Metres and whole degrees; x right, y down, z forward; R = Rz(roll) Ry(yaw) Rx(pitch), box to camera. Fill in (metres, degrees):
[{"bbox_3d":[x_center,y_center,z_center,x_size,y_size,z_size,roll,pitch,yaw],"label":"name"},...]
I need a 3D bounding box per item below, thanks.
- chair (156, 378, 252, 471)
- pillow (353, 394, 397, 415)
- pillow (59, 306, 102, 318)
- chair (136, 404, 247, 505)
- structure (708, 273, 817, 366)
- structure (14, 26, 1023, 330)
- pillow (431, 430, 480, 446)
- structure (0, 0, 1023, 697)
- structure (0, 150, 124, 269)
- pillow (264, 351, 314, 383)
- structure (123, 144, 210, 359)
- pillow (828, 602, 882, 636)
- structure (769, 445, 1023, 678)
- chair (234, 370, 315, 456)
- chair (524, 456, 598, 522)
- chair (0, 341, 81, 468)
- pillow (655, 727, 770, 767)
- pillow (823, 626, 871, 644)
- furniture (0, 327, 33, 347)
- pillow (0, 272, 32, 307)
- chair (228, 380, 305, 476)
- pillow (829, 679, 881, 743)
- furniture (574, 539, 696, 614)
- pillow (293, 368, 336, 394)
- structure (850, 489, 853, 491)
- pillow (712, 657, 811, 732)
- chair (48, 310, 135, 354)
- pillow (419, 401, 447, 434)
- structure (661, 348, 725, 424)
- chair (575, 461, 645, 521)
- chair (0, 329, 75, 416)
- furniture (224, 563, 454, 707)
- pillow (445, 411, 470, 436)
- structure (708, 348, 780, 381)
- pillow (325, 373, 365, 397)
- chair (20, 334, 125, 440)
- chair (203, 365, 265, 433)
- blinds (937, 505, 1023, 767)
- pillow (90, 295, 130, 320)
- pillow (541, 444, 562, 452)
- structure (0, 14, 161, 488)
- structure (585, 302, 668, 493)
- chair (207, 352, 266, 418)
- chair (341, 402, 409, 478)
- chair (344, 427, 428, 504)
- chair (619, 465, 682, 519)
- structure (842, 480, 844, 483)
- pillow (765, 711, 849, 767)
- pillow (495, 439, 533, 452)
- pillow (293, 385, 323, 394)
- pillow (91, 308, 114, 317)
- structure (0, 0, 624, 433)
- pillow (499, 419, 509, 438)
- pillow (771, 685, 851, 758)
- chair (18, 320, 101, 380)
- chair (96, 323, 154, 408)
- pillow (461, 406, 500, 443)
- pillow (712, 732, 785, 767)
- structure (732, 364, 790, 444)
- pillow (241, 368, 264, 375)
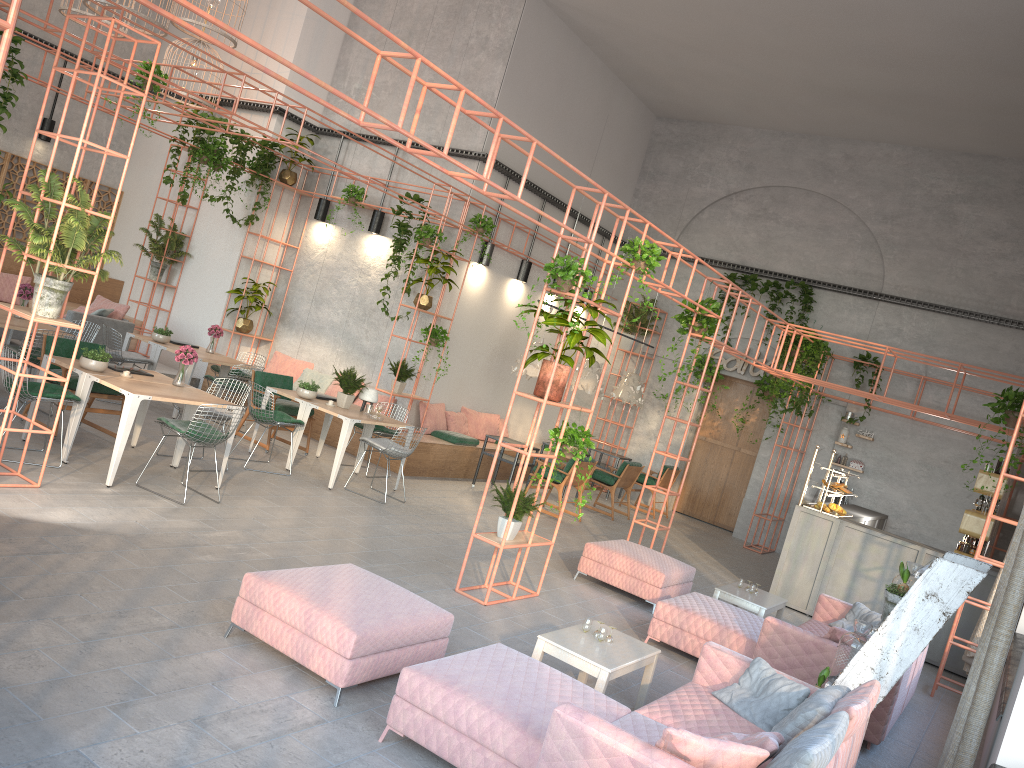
[{"bbox_3d":[-3.204,0.386,9.253,0.565,0.941,0.717,18,3,32],"label":"chair"},{"bbox_3d":[-2.124,0.314,13.541,0.666,0.385,0.289,17,2,26],"label":"pillow"},{"bbox_3d":[-6.531,-1.084,13.501,0.479,0.317,0.441,17,2,12],"label":"pillow"},{"bbox_3d":[-2.851,0.540,7.944,0.717,0.941,0.565,17,2,27],"label":"chair"},{"bbox_3d":[4.387,-1.237,15.959,1.939,1.514,0.856,17,2,25],"label":"structure"},{"bbox_3d":[-1.067,-3.442,10.830,15.603,0.110,15.203,18,3,31],"label":"structure"},{"bbox_3d":[-0.859,0.829,13.566,0.491,0.149,0.637,18,3,32],"label":"pillow"},{"bbox_3d":[2.562,0.703,8.464,4.157,4.247,14.689,18,3,31],"label":"structure"},{"bbox_3d":[-9.487,-2.975,12.612,0.132,2.103,9.782,18,3,31],"label":"structure"},{"bbox_3d":[-3.670,-0.229,14.550,0.839,0.474,0.276,17,2,21],"label":"pillow"},{"bbox_3d":[-5.889,-2.223,15.004,0.624,3.596,0.424,18,3,31],"label":"structure"},{"bbox_3d":[3.241,2.221,8.200,0.307,0.324,0.500,15,2,-24],"label":"pillow"},{"bbox_3d":[5.513,2.270,12.012,2.579,2.022,4.057,18,3,31],"label":"structure"},{"bbox_3d":[-2.993,0.368,11.396,0.685,0.917,0.722,18,3,31],"label":"chair"},{"bbox_3d":[0.675,1.406,12.549,0.685,0.929,0.722,18,3,31],"label":"chair"},{"bbox_3d":[-4.134,0.175,7.660,0.717,0.941,0.565,14,3,-43],"label":"chair"},{"bbox_3d":[0.810,1.643,3.840,0.495,0.349,0.308,16,2,-9],"label":"pillow"},{"bbox_3d":[2.594,2.048,6.865,0.495,0.349,0.308,16,2,-9],"label":"pillow"},{"bbox_3d":[-7.282,-0.877,12.193,0.941,0.446,0.975,18,3,31],"label":"furniture"},{"bbox_3d":[-7.950,-1.527,13.771,0.839,0.474,0.276,15,3,-38],"label":"pillow"},{"bbox_3d":[-2.744,0.489,10.051,0.717,0.941,0.565,14,3,-43],"label":"chair"},{"bbox_3d":[1.721,1.825,4.726,0.276,0.474,0.839,18,3,31],"label":"pillow"},{"bbox_3d":[1.314,1.969,9.297,0.941,0.446,0.976,18,3,31],"label":"furniture"},{"bbox_3d":[-3.170,-0.018,14.202,0.666,0.385,0.289,17,2,26],"label":"pillow"},{"bbox_3d":[5.704,1.775,14.876,0.066,0.044,0.019,18,3,31],"label":"structure"},{"bbox_3d":[1.457,1.816,5.175,0.307,0.324,0.500,15,2,-24],"label":"pillow"},{"bbox_3d":[-6.488,-0.804,13.276,1.127,0.672,1.052,18,3,31],"label":"chair"},{"bbox_3d":[-1.207,0.529,13.685,0.276,0.474,0.839,17,2,21],"label":"pillow"},{"bbox_3d":[3.475,-0.014,16.521,0.950,1.527,0.921,15,2,-25],"label":"structure"},{"bbox_3d":[1.568,1.610,14.064,0.685,0.930,0.722,18,3,31],"label":"chair"},{"bbox_3d":[-5.145,-0.192,9.452,0.717,0.941,0.565,17,2,27],"label":"chair"},{"bbox_3d":[-1.007,1.442,5.362,0.941,0.446,0.976,18,3,31],"label":"furniture"},{"bbox_3d":[-0.878,0.653,14.226,0.289,0.385,0.666,17,2,26],"label":"pillow"},{"bbox_3d":[4.201,-0.422,16.085,1.312,0.505,0.063,18,3,31],"label":"structure"},{"bbox_3d":[-2.647,0.099,13.852,0.276,0.474,0.839,15,3,-38],"label":"pillow"},{"bbox_3d":[-4.385,0.053,9.005,0.685,0.917,0.722,18,3,31],"label":"chair"},{"bbox_3d":[-3.764,0.122,11.792,0.717,0.941,0.565,17,2,27],"label":"chair"},{"bbox_3d":[4.427,0.764,7.459,0.414,4.389,4.957,18,3,32],"label":"blinds"},{"bbox_3d":[-6.281,-1.084,13.666,0.836,0.476,0.273,18,3,31],"label":"pillow"},{"bbox_3d":[0.909,1.231,16.564,0.491,0.149,0.637,18,3,32],"label":"pillow"},{"bbox_3d":[-3.564,-1.013,6.888,0.624,3.602,0.424,18,3,31],"label":"structure"},{"bbox_3d":[2.111,0.262,16.951,0.630,3.597,0.430,18,3,31],"label":"structure"},{"bbox_3d":[-4.117,-0.033,13.101,0.565,0.941,0.717,18,3,32],"label":"chair"},{"bbox_3d":[-1.813,0.700,11.644,0.565,0.941,0.717,18,3,32],"label":"chair"},{"bbox_3d":[-1.460,0.855,10.335,0.717,0.941,0.565,17,2,27],"label":"chair"},{"bbox_3d":[2.443,1.808,15.547,0.685,0.930,0.722,18,3,31],"label":"chair"},{"bbox_3d":[5.577,1.639,14.966,0.066,0.044,0.019,18,3,31],"label":"structure"},{"bbox_3d":[1.254,1.721,3.956,0.273,0.476,0.836,18,3,31],"label":"pillow"},{"bbox_3d":[0.014,1.028,15.047,0.491,0.149,0.637,18,3,32],"label":"pillow"},{"bbox_3d":[-3.141,0.155,13.692,0.637,0.149,0.491,18,3,32],"label":"pillow"},{"bbox_3d":[-6.186,-0.991,13.220,0.308,0.349,0.495,16,2,-9],"label":"pillow"},{"bbox_3d":[-2.638,-1.610,13.703,4.501,4.345,14.096,18,2,30],"label":"structure"},{"bbox_3d":[-0.231,0.800,15.323,0.289,0.385,0.666,17,2,26],"label":"pillow"},{"bbox_3d":[1.596,1.819,4.816,0.289,0.385,0.666,18,3,31],"label":"pillow"},{"bbox_3d":[-5.498,-0.346,10.761,0.565,0.941,0.717,18,3,32],"label":"chair"},{"bbox_3d":[-5.048,-0.244,11.508,0.717,0.941,0.565,14,3,-43],"label":"chair"},{"bbox_3d":[-0.525,0.688,14.759,0.839,0.474,0.276,15,3,-38],"label":"pillow"},{"bbox_3d":[1.077,1.727,4.199,0.441,0.317,0.479,17,2,12],"label":"pillow"},{"bbox_3d":[4.569,0.353,15.876,0.950,1.527,0.921,18,2,30],"label":"structure"},{"bbox_3d":[-3.996,-0.118,14.234,0.637,0.149,0.491,18,3,32],"label":"pillow"}]
